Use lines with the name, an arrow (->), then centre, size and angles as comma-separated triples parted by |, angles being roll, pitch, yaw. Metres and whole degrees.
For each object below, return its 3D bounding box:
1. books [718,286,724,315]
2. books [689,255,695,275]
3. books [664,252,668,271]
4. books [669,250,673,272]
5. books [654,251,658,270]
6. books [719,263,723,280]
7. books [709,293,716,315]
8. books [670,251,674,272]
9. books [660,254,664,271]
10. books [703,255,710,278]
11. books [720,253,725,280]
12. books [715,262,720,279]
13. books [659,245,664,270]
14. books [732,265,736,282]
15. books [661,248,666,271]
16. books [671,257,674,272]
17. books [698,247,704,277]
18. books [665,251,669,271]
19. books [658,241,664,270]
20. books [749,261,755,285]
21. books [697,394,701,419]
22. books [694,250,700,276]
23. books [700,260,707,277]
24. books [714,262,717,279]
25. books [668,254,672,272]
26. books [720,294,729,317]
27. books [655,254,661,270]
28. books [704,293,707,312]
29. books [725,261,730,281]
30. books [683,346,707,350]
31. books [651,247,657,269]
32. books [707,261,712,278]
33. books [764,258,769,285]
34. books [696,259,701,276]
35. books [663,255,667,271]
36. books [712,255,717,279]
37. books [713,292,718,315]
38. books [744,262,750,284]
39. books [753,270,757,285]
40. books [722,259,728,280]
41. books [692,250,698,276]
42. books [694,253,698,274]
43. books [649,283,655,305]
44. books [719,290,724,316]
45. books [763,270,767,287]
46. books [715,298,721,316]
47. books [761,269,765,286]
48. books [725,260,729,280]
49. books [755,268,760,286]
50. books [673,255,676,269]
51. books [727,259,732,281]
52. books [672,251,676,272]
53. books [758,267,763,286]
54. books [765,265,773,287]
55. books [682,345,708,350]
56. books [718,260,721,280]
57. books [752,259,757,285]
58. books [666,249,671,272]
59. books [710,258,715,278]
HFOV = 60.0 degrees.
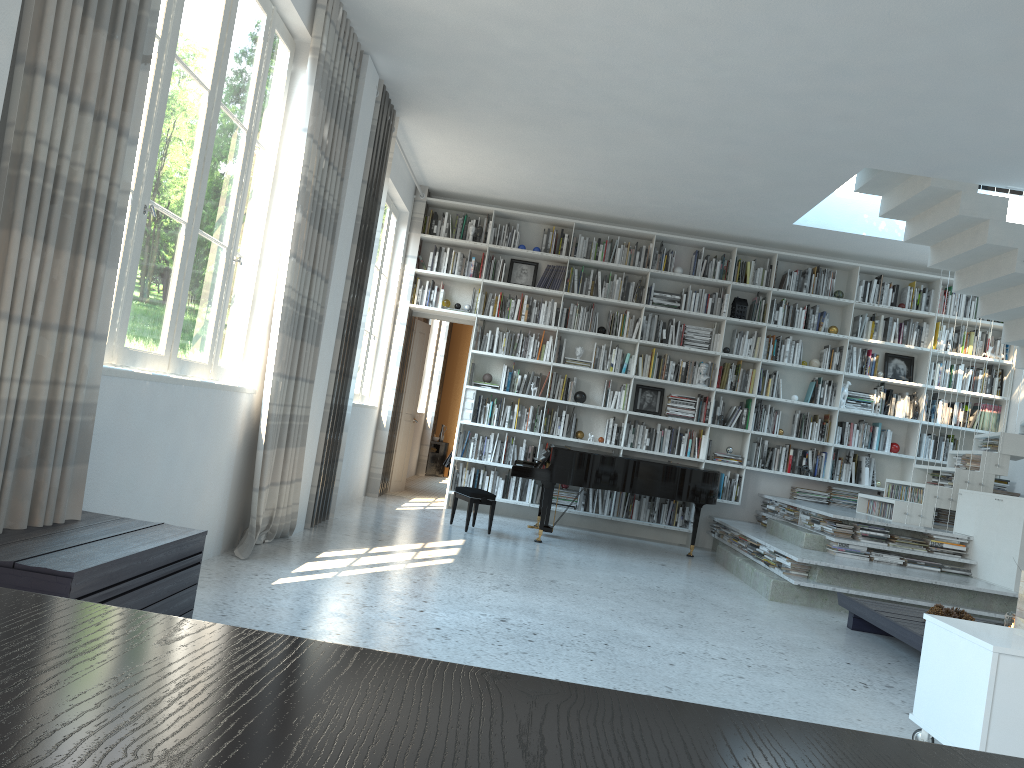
books -> 2.161, -0.845, 9.248 | 0.012, 0.334, 0.155 | 9, -2, 2
books -> 1.879, -1.216, 9.277 | 0.012, 0.245, 0.151 | 9, -2, 2
books -> 1.602, -1.253, 9.297 | 0.006, 0.233, 0.136 | 9, -2, 2
books -> 1.650, -1.258, 9.270 | 0.005, 0.255, 0.168 | 9, -2, 2
books -> 1.493, -1.268, 9.287 | 0.023, 0.227, 0.157 | 9, -2, 2
books -> 2.167, -1.149, 9.274 | 0.014, 0.204, 0.135 | 9, -2, 2
books -> 2.075, -0.816, 9.237 | 0.032, 0.248, 0.173 | 9, -2, 2
books -> 1.659, -1.253, 9.289 | 0.013, 0.249, 0.148 | 9, -2, 2
books -> 1.557, -1.247, 9.292 | 0.011, 0.205, 0.145 | 9, -2, 2
books -> 2.025, -1.205, 9.276 | 0.028, 0.270, 0.140 | 9, -2, 2
books -> 2.188, -1.199, 9.269 | 0.012, 0.308, 0.138 | 9, -2, 2
books -> 2.121, -1.157, 9.237 | 0.023, 0.202, 0.193 | 9, -2, 2
books -> 1.554, -1.294, 9.281 | 0.010, 0.296, 0.153 | 9, -2, 2
books -> 2.298, -1.129, 9.270 | 0.016, 0.204, 0.143 | 9, -2, 2
books -> 1.572, -1.275, 9.266 | 0.011, 0.265, 0.163 | 9, -2, 2
books -> 1.665, -1.220, 9.278 | 0.010, 0.186, 0.152 | 9, -2, 2
books -> 1.961, -1.247, 9.256 | 0.010, 0.331, 0.186 | 9, -2, 2
books -> 1.613, -1.260, 9.284 | 0.014, 0.248, 0.139 | 9, -2, 2
books -> 1.545, -1.317, 9.288 | 0.014, 0.341, 0.145 | 9, -2, 2
books -> 2.484, -1.135, 9.261 | 0.030, 0.274, 0.151 | 9, -2, 2
books -> 1.931, 0.253, 9.235 | 0.011, 0.299, 0.130 | 9, -2, 2
books -> 1.918, -1.236, 9.267 | 0.011, 0.296, 0.157 | 9, -2, 2
books -> 1.981, -1.183, 9.259 | 0.050, 0.211, 0.173 | 9, -2, 2
books -> 2.105, -1.166, 9.255 | 0.012, 0.217, 0.179 | 9, -2, 2
books -> 1.637, -1.242, 9.272 | 0.016, 0.219, 0.144 | 9, -2, 2
books -> 2.186, -0.795, 9.181 | 0.037, 0.237, 0.272 | 9, -2, 2
books -> 1.514, -1.249, 9.273 | 0.026, 0.194, 0.166 | 9, -2, 2
books -> 2.003, -0.821, 9.262 | 0.011, 0.239, 0.139 | 9, -2, 2
books -> 2.236, -1.156, 9.260 | 0.014, 0.238, 0.153 | 9, -2, 2
books -> 1.901, -0.365, 9.236 | 0.254, 0.012, 0.161 | 9, -3, -2
books -> 1.470, -1.286, 9.269 | 0.026, 0.253, 0.185 | 9, -2, 2
books -> 2.049, -1.168, 9.255 | 0.033, 0.203, 0.166 | 9, -2, 2
books -> 2.642, -1.137, 9.265 | 0.012, 0.329, 0.128 | 9, -2, 2
books -> 1.932, -1.189, 9.277 | 0.031, 0.208, 0.147 | 9, -2, 2
books -> 1.584, -1.238, 9.277 | 0.023, 0.195, 0.172 | 9, -2, 2
books -> 2.098, -1.195, 9.246 | 0.010, 0.270, 0.180 | 9, -2, 2
books -> 2.106, -0.817, 9.253 | 0.029, 0.261, 0.133 | 9, -2, 2
books -> 2.441, -1.132, 9.241 | 0.054, 0.254, 0.191 | 9, -2, 2
books -> 2.512, -1.083, 9.238 | 0.022, 0.180, 0.173 | 9, -2, 2
books -> 2.202, -1.164, 9.259 | 0.028, 0.244, 0.161 | 9, -2, 2
books -> 1.895, -1.238, 9.260 | 0.014, 0.292, 0.176 | 9, -2, 2
books -> 1.905, -1.223, 9.276 | 0.011, 0.267, 0.129 | 9, -2, 2
books -> 1.449, -0.916, 9.247 | 0.021, 0.249, 0.191 | 9, -2, 2
books -> 2.170, -0.825, 9.264 | 0.010, 0.299, 0.133 | 9, -2, 2
books -> 2.614, -1.074, 9.246 | 0.022, 0.194, 0.182 | 9, -2, 2
books -> 2.130, -0.784, 9.237 | 0.029, 0.202, 0.191 | 9, -2, 2
books -> 2.592, -1.082, 9.254 | 0.025, 0.203, 0.162 | 9, -2, 2
books -> 2.223, -1.161, 9.269 | 0.014, 0.244, 0.145 | 9, -2, 2
books -> 2.537, -1.090, 9.239 | 0.024, 0.201, 0.180 | 9, -2, 2
books -> 1.686, -1.241, 9.291 | 0.004, 0.235, 0.137 | 9, -2, 2
books -> 2.255, -1.162, 9.266 | 0.022, 0.257, 0.136 | 9, -2, 2
books -> 1.680, -1.253, 9.272 | 0.011, 0.256, 0.143 | 9, -2, 2
books -> 2.565, -1.092, 9.235 | 0.031, 0.213, 0.169 | 9, -2, 2
books -> 2.656, -1.098, 9.230 | 0.029, 0.253, 0.186 | 9, -2, 2
books -> 1.903, -0.377, 9.239 | 0.254, 0.012, 0.161 | 9, -3, 5
books -> 2.149, -1.167, 9.281 | 0.026, 0.233, 0.137 | 9, -2, 2
books -> 2.505, -1.144, 9.243 | 0.010, 0.297, 0.167 | 9, -2, 2
books -> 1.627, -1.266, 9.277 | 0.013, 0.264, 0.147 | 9, -2, 2
books -> 2.080, -1.180, 9.260 | 0.023, 0.236, 0.154 | 9, -2, 2
